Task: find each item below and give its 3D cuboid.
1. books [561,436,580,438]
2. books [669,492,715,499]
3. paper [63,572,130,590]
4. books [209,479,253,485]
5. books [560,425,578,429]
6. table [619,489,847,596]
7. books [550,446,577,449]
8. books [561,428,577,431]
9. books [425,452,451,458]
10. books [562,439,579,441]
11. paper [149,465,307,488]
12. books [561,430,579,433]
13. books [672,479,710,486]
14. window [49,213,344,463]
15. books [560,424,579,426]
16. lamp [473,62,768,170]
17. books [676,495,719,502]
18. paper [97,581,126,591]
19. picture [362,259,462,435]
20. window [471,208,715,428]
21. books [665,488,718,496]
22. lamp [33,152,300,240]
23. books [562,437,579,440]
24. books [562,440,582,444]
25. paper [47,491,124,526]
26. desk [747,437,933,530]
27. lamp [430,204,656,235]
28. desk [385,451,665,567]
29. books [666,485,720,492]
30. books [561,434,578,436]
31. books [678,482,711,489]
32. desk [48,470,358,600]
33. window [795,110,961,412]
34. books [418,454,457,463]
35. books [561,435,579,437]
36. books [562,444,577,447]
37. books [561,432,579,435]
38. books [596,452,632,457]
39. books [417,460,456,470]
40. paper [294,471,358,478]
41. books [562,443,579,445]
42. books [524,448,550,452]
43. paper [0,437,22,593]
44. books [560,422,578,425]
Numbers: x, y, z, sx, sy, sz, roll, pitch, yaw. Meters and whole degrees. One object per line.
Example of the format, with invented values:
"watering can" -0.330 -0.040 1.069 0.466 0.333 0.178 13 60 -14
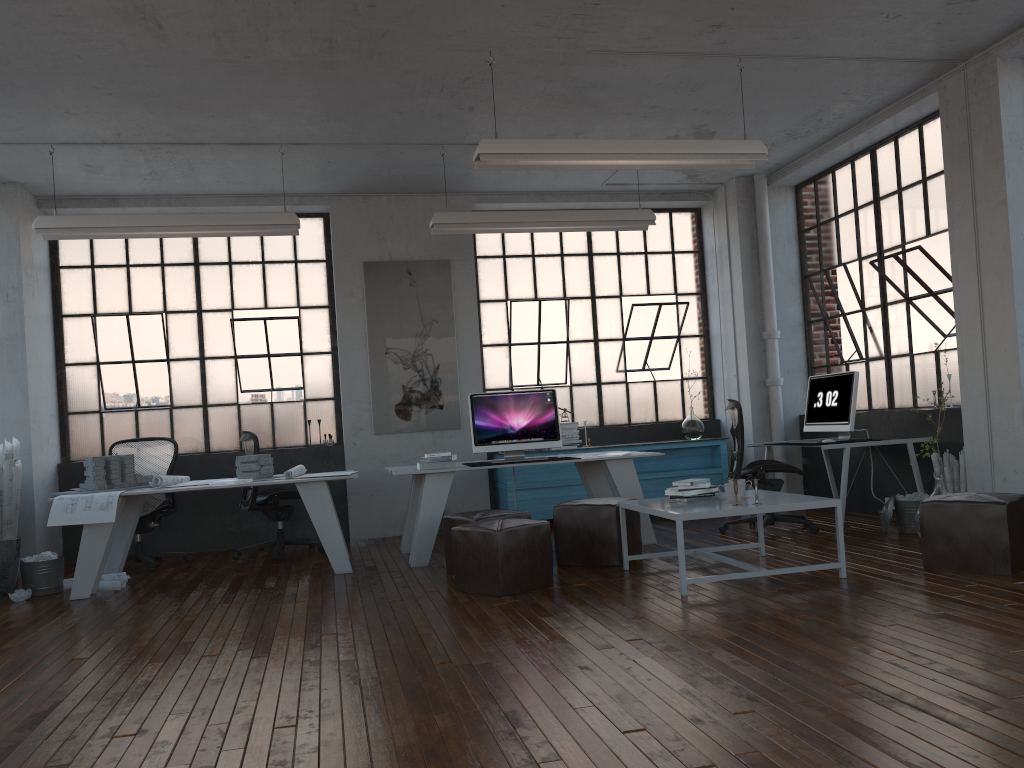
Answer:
"books" 0.524 0.529 8.778 0.256 0.013 0.161 -3 -3 -12
"books" 1.120 0.691 5.540 0.274 0.025 0.210 -4 -3 8
"paper" -3.049 1.451 6.500 0.466 0.094 0.114 -2 -2 -27
"books" -2.036 0.710 6.432 0.235 0.024 0.200 -5 -3 24
"books" 0.501 0.429 8.784 0.273 0.021 0.174 -3 -3 -12
"table" 1.296 0.930 5.395 0.991 0.444 0.973 -3 -2 -12
"books" 0.479 0.607 8.547 0.248 0.014 0.187 -3 -3 -14
"books" 0.479 0.455 8.795 0.295 0.028 0.180 -3 -3 -12
"books" -0.564 0.535 6.717 0.185 0.030 0.153 -3 -3 -11
"books" 0.518 0.559 8.785 0.254 0.013 0.161 -3 -3 -12
"paper" -2.149 0.706 6.858 1.074 0.105 0.976 -3 -3 -12
"books" 0.503 0.475 8.800 0.288 0.016 0.183 -3 -3 -12
"books" 1.112 0.610 5.506 0.202 0.026 0.141 -1 -3 -42
"window" -2.953 -0.466 8.414 2.590 2.389 0.670 -3 -1 -12
"books" 0.498 0.410 8.783 0.288 0.016 0.183 -3 -3 -12
"lamp" 0.678 -1.674 5.520 1.876 0.628 0.202 -3 -1 -12
"books" 1.156 0.711 5.534 0.218 0.028 0.171 -3 -3 -12
"paper" -2.919 1.444 6.334 0.341 0.068 0.083 -4 -2 13
"picture" -0.954 -0.365 8.501 0.853 1.649 0.025 -3 -1 -12
"window" 0.861 -0.676 9.229 2.590 2.389 0.670 -3 -1 -12
"books" 1.120 0.667 5.539 0.272 0.031 0.200 -2 -3 -37
"lamp" -2.569 -1.431 6.658 1.876 0.628 0.202 -3 -1 -12
"books" 0.498 0.547 8.796 0.288 0.016 0.183 -3 -3 -12
"books" 0.507 0.577 8.782 0.330 0.025 0.176 -3 -3 -12
"paper" -2.876 0.842 6.008 0.439 0.183 0.435 -3 -2 -13
"desk" 2.650 0.809 7.260 0.933 0.688 1.228 -3 -2 -12
"lamp" 0.267 -1.364 7.256 1.876 0.205 0.202 -3 -2 -12
"desk" 0.076 0.964 7.131 2.076 0.704 1.076 -3 -2 -12
"books" 1.129 0.649 5.538 0.275 0.014 0.200 -3 -3 -12
"books" 0.512 0.506 8.778 0.254 0.012 0.161 -3 -3 -12
"books" 1.135 0.631 5.509 0.185 0.026 0.125 -5 -3 18
"desk" -2.190 1.086 6.646 2.056 0.697 1.065 -3 -2 -12
"window" 3.172 -0.900 7.582 0.669 2.389 2.593 -3 -2 -12
"books" -0.560 0.566 6.701 0.257 0.044 0.193 -4 -3 8
"books" 0.501 0.519 8.782 0.285 0.012 0.159 -3 -3 -12
"books" 0.479 0.595 8.554 0.251 0.012 0.202 -3 -3 -11
"books" 0.516 0.491 8.788 0.263 0.017 0.168 -3 -3 -12
"books" 0.802 0.551 6.934 0.205 0.019 0.243 -5 -3 28
"books" -0.575 0.615 6.720 0.271 0.050 0.200 -3 -3 -12
"paper" -1.388 0.678 6.643 0.428 0.001 0.485 -4 -3 -1
"books" 0.508 0.596 8.771 0.285 0.012 0.159 -3 -3 -12
"books" 0.216 0.627 8.494 0.258 0.032 0.191 -3 -3 -10
"paper" -3.797 0.924 6.477 0.412 1.197 0.441 -3 -1 -34
"books" 0.494 0.394 8.772 0.288 0.016 0.183 -3 -3 -12
